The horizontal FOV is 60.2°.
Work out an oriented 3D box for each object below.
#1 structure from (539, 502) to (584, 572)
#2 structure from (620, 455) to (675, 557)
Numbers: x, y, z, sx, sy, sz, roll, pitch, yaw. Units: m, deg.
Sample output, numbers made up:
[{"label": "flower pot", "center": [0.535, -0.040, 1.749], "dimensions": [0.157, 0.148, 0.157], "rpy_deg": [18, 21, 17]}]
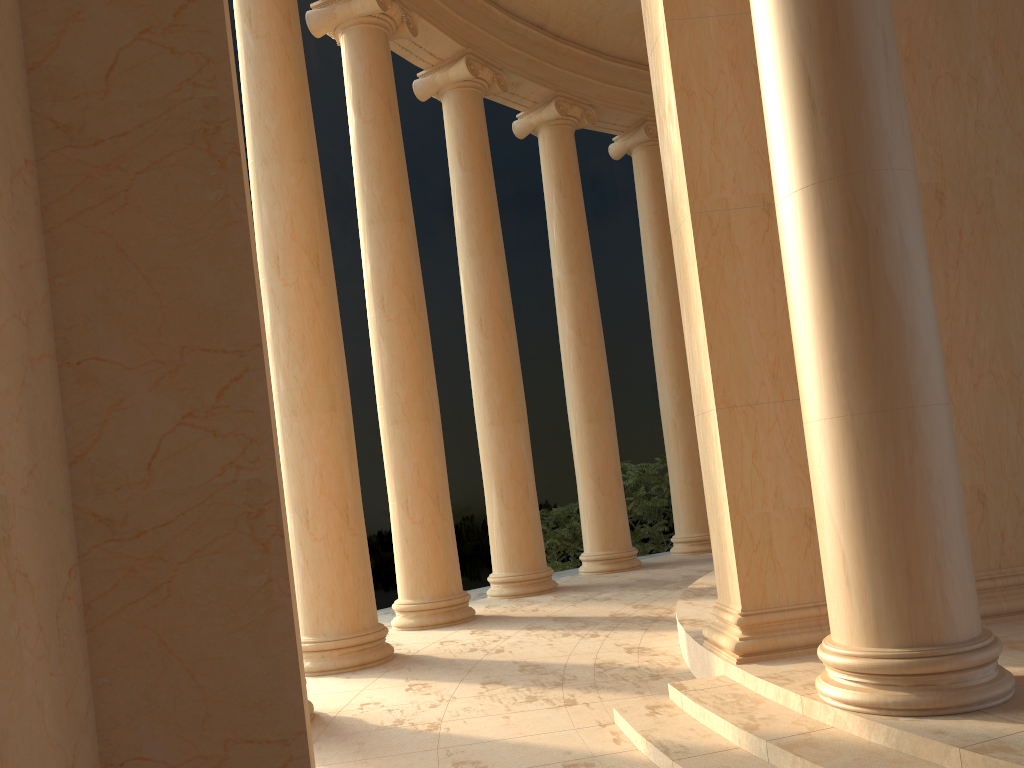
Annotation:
[{"label": "structure", "center": [77.225, 301.831, 1518.522], "dimensions": [149.457, 187.733, 156.030], "rpy_deg": [-8, -4, 8]}, {"label": "structure", "center": [263.763, 276.222, 1603.705], "dimensions": [247.075, 298.546, 238.640], "rpy_deg": [-7, -4, -2]}]
